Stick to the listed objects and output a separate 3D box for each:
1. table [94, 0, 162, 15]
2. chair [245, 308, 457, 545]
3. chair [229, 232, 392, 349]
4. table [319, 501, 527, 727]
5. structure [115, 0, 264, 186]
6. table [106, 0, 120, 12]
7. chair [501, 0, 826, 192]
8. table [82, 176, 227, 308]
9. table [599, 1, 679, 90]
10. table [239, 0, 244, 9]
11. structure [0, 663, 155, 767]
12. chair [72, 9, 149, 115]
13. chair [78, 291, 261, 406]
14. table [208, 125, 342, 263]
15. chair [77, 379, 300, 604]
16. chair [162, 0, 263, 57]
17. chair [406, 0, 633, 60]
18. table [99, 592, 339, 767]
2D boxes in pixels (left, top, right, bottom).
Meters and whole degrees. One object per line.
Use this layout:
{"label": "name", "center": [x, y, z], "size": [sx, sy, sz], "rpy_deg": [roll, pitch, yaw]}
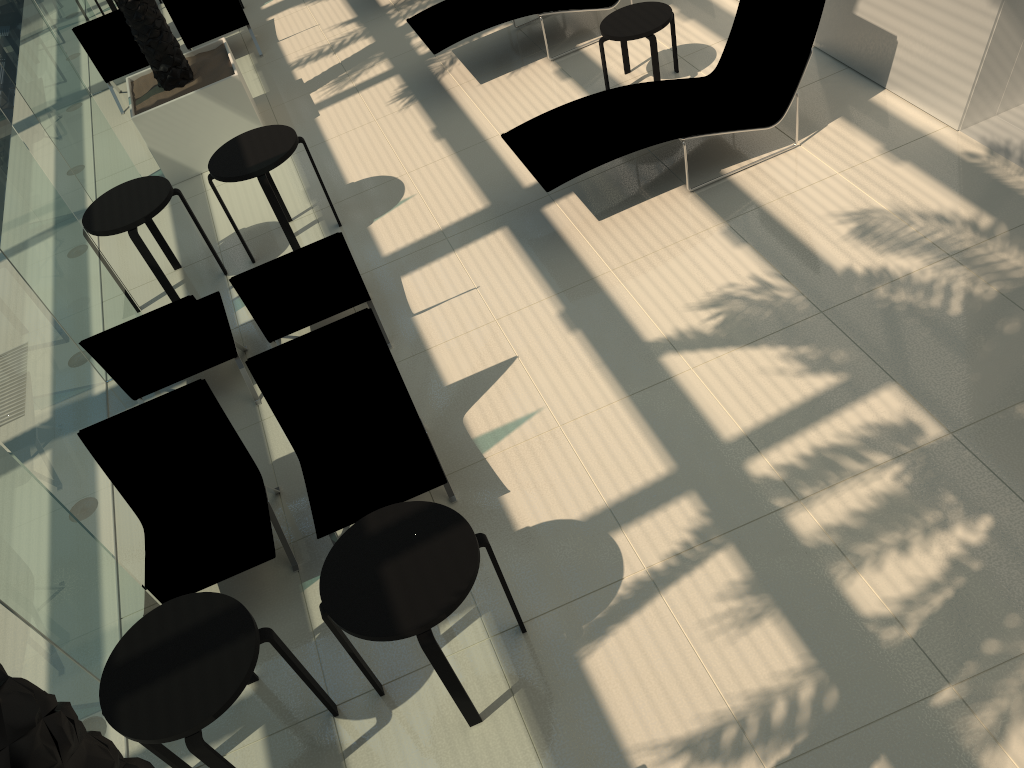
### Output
{"label": "table", "center": [-5.015, -5.122, 11.093], "size": [0.673, 0.844, 0.632], "rpy_deg": [9, 51, 25]}
{"label": "chair", "center": [-0.810, 0.314, 4.573], "size": [0.713, 0.960, 0.819], "rpy_deg": [-23, 45, -5]}
{"label": "chair", "center": [-1.361, -0.675, 5.668], "size": [0.713, 0.960, 0.819], "rpy_deg": [-23, 45, -5]}
{"label": "table", "center": [-0.378, 1.025, 3.859], "size": [0.668, 0.844, 0.636], "rpy_deg": [13, 53, 28]}
{"label": "structure", "center": [-3.626, -4.771, 5.579], "size": [4.772, 7.575, 4.136], "rpy_deg": [-28, 46, -9]}
{"label": "table", "center": [-4.547, -4.289, 10.170], "size": [0.676, 0.844, 0.628], "rpy_deg": [5, 50, 22]}
{"label": "chair", "center": [0.966, -2.016, 5.848], "size": [2.031, 1.250, 0.851], "rpy_deg": [-23, 45, -3]}
{"label": "table", "center": [-2.663, -1.007, 6.516], "size": [0.676, 0.844, 0.628], "rpy_deg": [5, 50, 22]}
{"label": "table", "center": [1.005, -2.602, 6.861], "size": [0.548, 0.559, 0.515], "rpy_deg": [9, 51, 25]}
{"label": "table", "center": [-3.660, -4.673, 10.204], "size": [0.676, 0.844, 0.628], "rpy_deg": [5, 50, 22]}
{"label": "structure", "center": [-0.942, -0.043, 0.328], "size": [4.314, 7.575, 4.580], "rpy_deg": [-39, 49, -20]}
{"label": "chair", "center": [-4.107, -3.602, 9.304], "size": [0.713, 0.960, 0.819], "rpy_deg": [-23, 45, -5]}
{"label": "chair", "center": [-2.215, -0.306, 5.635], "size": [0.713, 0.960, 0.819], "rpy_deg": [-23, 45, -5]}
{"label": "table", "center": [-1.775, -1.391, 6.551], "size": [0.676, 0.844, 0.628], "rpy_deg": [5, 50, 22]}
{"label": "chair", "center": [-1.663, 0.684, 4.540], "size": [0.713, 0.960, 0.819], "rpy_deg": [-23, 45, -5]}
{"label": "chair", "center": [-3.254, -3.971, 9.337], "size": [0.713, 0.960, 0.819], "rpy_deg": [-23, 45, -5]}
{"label": "chair", "center": [0.084, -3.552, 7.558], "size": [2.031, 1.250, 0.851], "rpy_deg": [-23, 45, -3]}
{"label": "table", "center": [-1.265, 1.409, 3.824], "size": [0.668, 0.844, 0.636], "rpy_deg": [13, 53, 28]}
